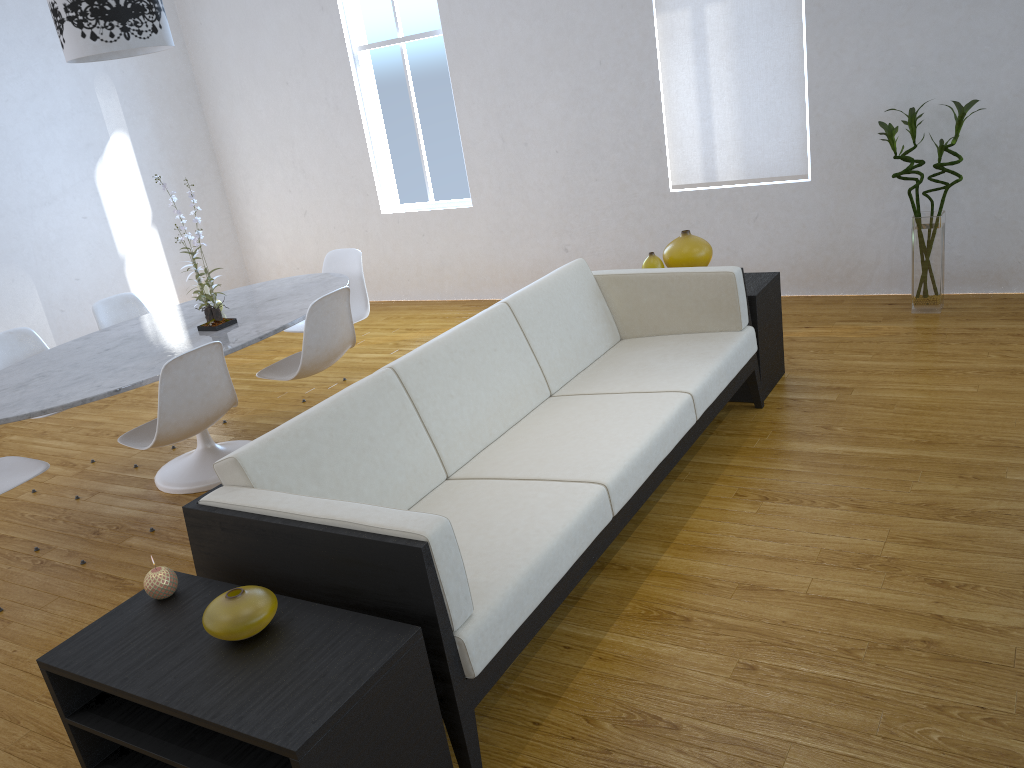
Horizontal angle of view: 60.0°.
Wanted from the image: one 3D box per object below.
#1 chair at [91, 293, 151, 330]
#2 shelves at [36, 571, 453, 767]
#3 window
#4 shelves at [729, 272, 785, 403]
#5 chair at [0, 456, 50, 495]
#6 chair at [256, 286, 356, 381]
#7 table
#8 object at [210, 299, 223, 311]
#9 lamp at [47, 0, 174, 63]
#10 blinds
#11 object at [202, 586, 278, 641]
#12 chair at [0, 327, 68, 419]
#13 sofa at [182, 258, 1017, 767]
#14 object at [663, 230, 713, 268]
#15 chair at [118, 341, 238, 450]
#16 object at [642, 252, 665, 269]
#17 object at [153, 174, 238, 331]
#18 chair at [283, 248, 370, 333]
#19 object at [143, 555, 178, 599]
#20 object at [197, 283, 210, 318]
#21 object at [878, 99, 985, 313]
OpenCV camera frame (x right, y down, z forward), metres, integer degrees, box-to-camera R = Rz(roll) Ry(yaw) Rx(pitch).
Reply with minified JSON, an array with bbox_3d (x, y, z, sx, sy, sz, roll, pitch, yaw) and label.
[{"bbox_3d":[-1.755,-0.248,4.249,0.419,0.355,0.402,4,24,34],"label":"chair"},{"bbox_3d":[-0.536,0.723,1.830,0.729,0.456,0.346,3,24,31],"label":"shelves"},{"bbox_3d":[-0.704,-2.190,5.648,0.774,2.151,0.073,3,24,31],"label":"window"},{"bbox_3d":[0.757,-0.210,3.838,0.729,0.456,0.346,3,24,31],"label":"shelves"},{"bbox_3d":[-1.862,0.218,2.985,0.405,0.355,0.415,4,24,33],"label":"chair"},{"bbox_3d":[-0.869,-0.216,3.732,0.419,0.355,0.402,3,23,31],"label":"chair"},{"bbox_3d":[-1.359,0.081,3.777,1.070,0.629,1.892,3,23,31],"label":"table"},{"bbox_3d":[-1.309,-0.359,3.899,0.063,0.092,0.062,-13,20,-8],"label":"object"},{"bbox_3d":[-1.629,-1.990,3.150,0.400,1.554,0.395,-10,21,0],"label":"lamp"},{"bbox_3d":[1.070,-2.075,4.476,0.761,2.132,0.007,3,24,31],"label":"blinds"},{"bbox_3d":[-0.540,0.453,1.764,0.146,0.091,0.145,-15,20,-14],"label":"object"},{"bbox_3d":[-2.032,-0.056,3.841,0.419,0.355,0.402,2,23,30],"label":"chair"},{"bbox_3d":[0.688,0.188,2.437,9.715,0.686,5.287,3,23,32],"label":"sofa"},{"bbox_3d":[0.746,-0.543,3.762,0.206,0.217,0.205,-15,21,-14],"label":"object"},{"bbox_3d":[-1.227,0.028,3.216,0.419,0.355,0.402,5,24,35],"label":"chair"},{"bbox_3d":[0.594,-0.473,3.723,0.095,0.162,0.095,-15,21,-14],"label":"object"},{"bbox_3d":[-1.270,-0.528,3.539,0.165,0.645,0.201,-20,23,-26],"label":"object"},{"bbox_3d":[-0.931,-0.453,4.428,0.405,0.355,0.415,4,24,33],"label":"chair"},{"bbox_3d":[-0.779,0.420,1.951,0.071,0.105,0.071,-21,23,-27],"label":"object"},{"bbox_3d":[-1.323,-0.376,3.823,0.059,0.178,0.058,-3,22,18],"label":"object"},{"bbox_3d":[1.959,-0.844,4.244,0.484,0.990,0.376,-7,21,6],"label":"object"}]
